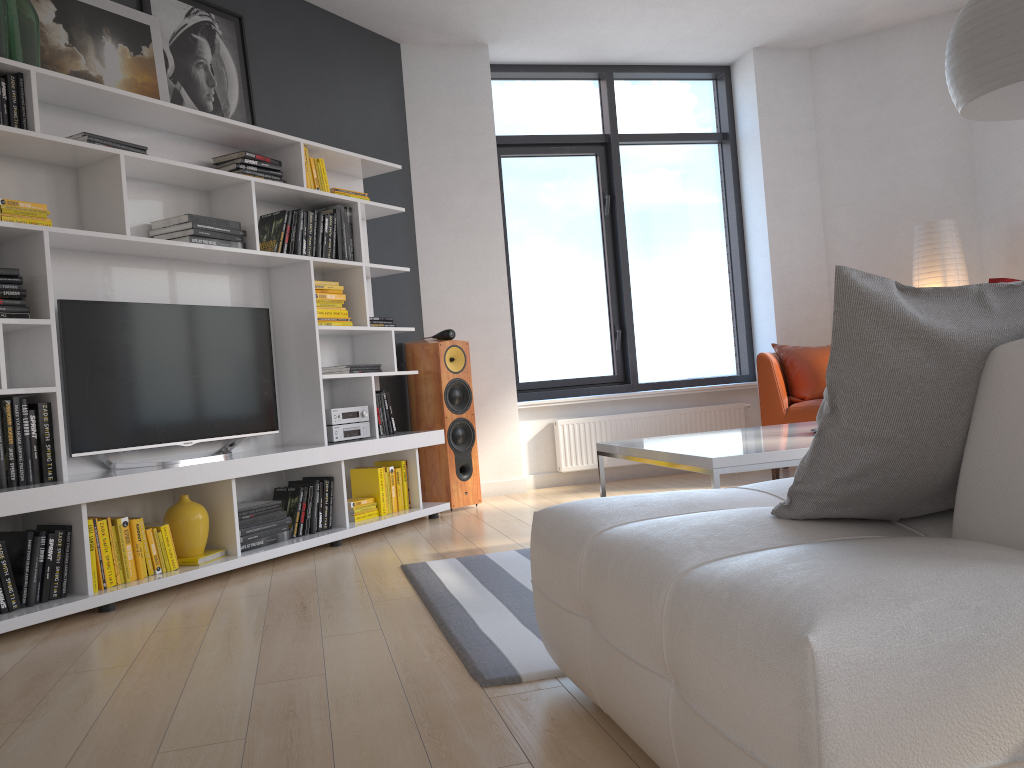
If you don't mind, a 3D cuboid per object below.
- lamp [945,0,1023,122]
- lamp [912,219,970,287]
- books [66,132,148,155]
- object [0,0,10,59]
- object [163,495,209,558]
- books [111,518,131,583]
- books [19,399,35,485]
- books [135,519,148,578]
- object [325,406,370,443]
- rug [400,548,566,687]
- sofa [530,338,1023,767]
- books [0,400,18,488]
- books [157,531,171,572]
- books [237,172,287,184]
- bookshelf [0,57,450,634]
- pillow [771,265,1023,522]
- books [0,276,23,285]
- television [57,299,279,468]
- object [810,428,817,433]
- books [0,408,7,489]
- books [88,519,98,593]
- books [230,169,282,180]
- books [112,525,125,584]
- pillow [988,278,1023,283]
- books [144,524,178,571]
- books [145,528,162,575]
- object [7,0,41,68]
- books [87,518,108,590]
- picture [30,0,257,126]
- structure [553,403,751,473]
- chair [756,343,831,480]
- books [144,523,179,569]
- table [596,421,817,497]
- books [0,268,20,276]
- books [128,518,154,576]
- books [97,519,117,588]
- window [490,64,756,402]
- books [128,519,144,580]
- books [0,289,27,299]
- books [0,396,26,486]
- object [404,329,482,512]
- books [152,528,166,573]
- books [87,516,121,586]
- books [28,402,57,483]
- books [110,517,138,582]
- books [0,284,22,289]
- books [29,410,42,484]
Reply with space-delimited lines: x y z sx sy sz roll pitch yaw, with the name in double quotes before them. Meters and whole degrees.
"lamp" 2.891 -0.842 2.252 3.199 2.647 0.710 -5 0 22
"lamp" 2.954 -0.287 5.581 0.804 1.550 0.502 -5 0 37
"books" -1.717 -0.965 3.675 0.250 0.047 0.310 -5 0 27
"object" -1.962 -1.427 3.292 0.157 0.507 0.157 -5 0 45
"object" -1.388 0.602 3.780 0.185 0.257 0.185 -5 0 9
"books" -1.568 0.648 3.457 0.180 0.252 0.041 -5 0 31
"books" -1.863 0.220 3.289 0.239 0.315 0.034 -5 0 31
"books" -1.535 0.653 3.531 0.171 0.235 0.043 -5 0 30
"object" -0.947 0.218 4.724 0.270 0.174 0.285 -5 0 31
"rug" 0.850 0.648 3.190 2.326 0.016 1.662 -5 0 -14
"sofa" 1.668 0.220 2.634 3.424 0.732 2.614 -5 0 -14
"books" -1.893 0.222 3.234 0.237 0.314 0.034 -5 0 31
"books" -1.449 0.681 3.603 0.113 0.169 0.049 -5 0 30
"books" -1.293 -0.989 4.377 0.214 0.030 0.284 -5 0 35
"bookshelf" -1.408 -0.187 3.935 0.455 2.052 3.000 -5 0 31
"pillow" 1.754 -0.063 2.159 2.953 0.453 0.647 -5 0 -26
"books" -1.969 -0.367 3.219 0.214 0.030 0.284 -5 0 40
"television" -1.491 -0.006 3.985 0.207 0.704 1.102 -5 0 31
"object" 1.264 0.041 3.270 0.330 0.265 0.330 -5 0 11
"books" -1.904 0.231 3.204 0.213 0.301 0.028 -5 0 31
"books" -1.634 0.644 3.327 0.204 0.270 0.029 -5 0 31
"books" -1.299 -1.014 4.377 0.189 0.020 0.264 -5 0 30
"books" -1.575 0.661 3.437 0.156 0.230 0.042 -5 0 30
"pillow" 1.927 -0.048 1.859 2.250 0.449 0.575 -5 0 -16
"books" -1.450 0.668 3.632 0.148 0.193 0.067 -5 0 32
"books" -1.487 0.674 3.579 0.138 0.188 0.056 -5 0 31
"object" -1.930 -1.429 3.454 0.157 0.507 0.157 -5 0 45
"books" -1.631 0.643 3.371 0.213 0.271 0.048 -5 0 31
"picture" -1.686 -1.543 4.064 0.076 0.707 1.279 -5 0 31
"structure" 1.020 0.419 6.244 1.474 0.460 0.110 -5 0 -14
"chair" 2.052 0.131 5.643 0.896 0.858 0.843 -5 0 19
"books" -1.445 0.668 3.658 0.149 0.193 0.046 -5 0 32
"table" 1.030 0.411 3.364 1.091 0.435 1.091 -5 0 -14
"books" -1.948 -0.397 3.206 0.180 0.026 0.246 -5 0 39
"books" -1.526 0.653 3.563 0.172 0.235 0.056 -5 0 31
"books" -1.617 0.649 3.405 0.198 0.258 0.066 -5 0 31
"window" 0.785 -1.136 6.562 1.960 2.402 0.170 -5 0 -14
"books" -1.530 0.651 3.501 0.169 0.240 0.043 -5 0 30
"books" -1.948 -0.318 3.204 0.214 0.030 0.284 -5 0 40
"books" -1.879 0.215 3.264 0.237 0.326 0.026 -5 0 31
"object" -0.457 0.223 5.442 0.290 1.088 0.434 -5 0 -44
"books" -1.470 0.673 3.593 0.134 0.187 0.046 -5 0 31
"books" -1.601 0.644 3.430 0.202 0.267 0.038 -5 0 32
"books" -1.820 0.225 3.349 0.230 0.297 0.051 -5 0 31
"books" -1.564 0.648 3.484 0.185 0.252 0.055 -5 0 30
"books" -1.953 -0.343 3.205 0.189 0.020 0.264 -5 0 35
"books" -1.838 0.237 3.314 0.200 0.272 0.028 -5 0 31
